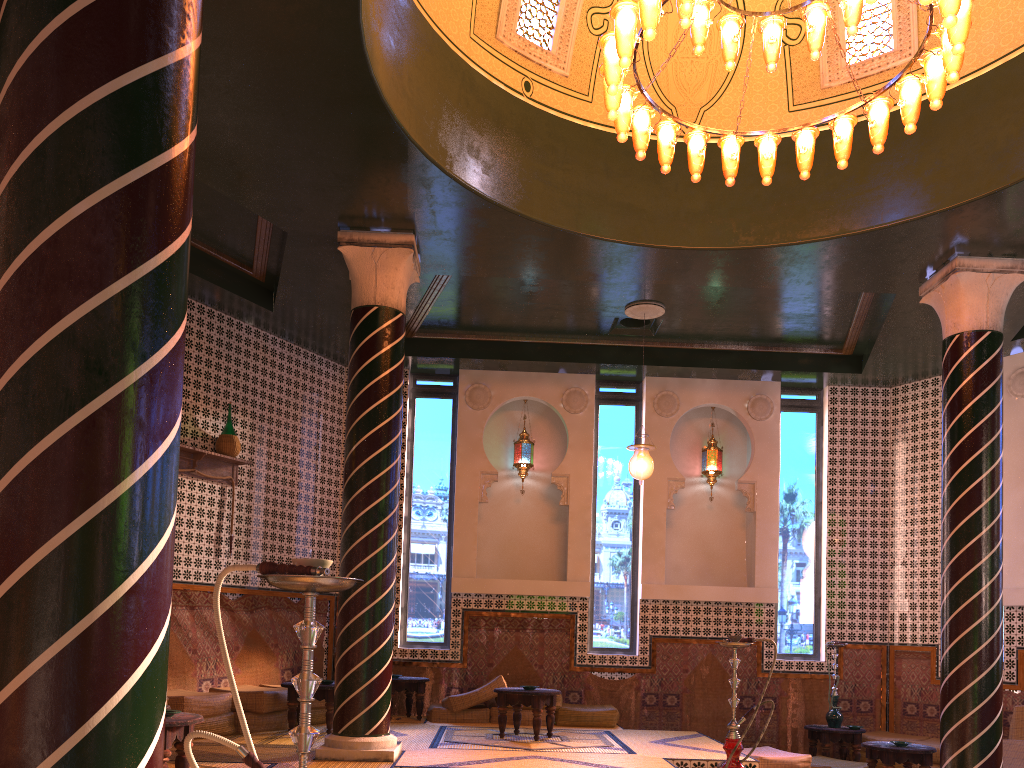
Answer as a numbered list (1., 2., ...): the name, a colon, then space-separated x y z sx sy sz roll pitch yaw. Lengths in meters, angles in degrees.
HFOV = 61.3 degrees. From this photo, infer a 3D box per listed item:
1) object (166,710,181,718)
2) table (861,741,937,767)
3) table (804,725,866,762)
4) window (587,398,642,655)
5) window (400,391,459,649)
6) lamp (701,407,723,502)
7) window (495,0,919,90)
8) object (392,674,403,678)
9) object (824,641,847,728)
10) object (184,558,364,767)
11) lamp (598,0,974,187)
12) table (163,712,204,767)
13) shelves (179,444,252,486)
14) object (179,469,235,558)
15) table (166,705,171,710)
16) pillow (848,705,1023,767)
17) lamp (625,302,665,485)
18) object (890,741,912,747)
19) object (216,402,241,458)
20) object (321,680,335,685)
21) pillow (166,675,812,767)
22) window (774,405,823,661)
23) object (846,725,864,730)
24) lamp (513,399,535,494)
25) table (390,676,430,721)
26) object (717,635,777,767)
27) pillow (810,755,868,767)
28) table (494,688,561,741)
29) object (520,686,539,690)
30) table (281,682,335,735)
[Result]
1. object: -2.557 2.420 6.326 0.250 0.044 0.260 -2 -16 13
2. table: 4.709 4.708 10.526 0.852 0.578 0.854 11 -15 -36
3. table: 4.653 5.261 12.464 0.837 0.578 0.869 0 -12 8
4. window: 1.586 2.201 13.416 0.774 3.942 0.092 2 -3 -1
5. window: -1.270 2.091 13.352 0.774 3.942 0.092 2 -3 -1
6. lamp: 3.148 1.086 13.571 0.361 1.542 0.329 -1 -4 32
7. window: 1.999 -4.250 6.273 5.793 1.140 5.658 -9 -19 33
8. object: -1.684 4.172 12.315 0.250 0.044 0.260 -2 -16 13
9. object: 4.646 4.342 12.483 0.301 1.236 0.470 -1 -5 35
10. object: -0.683 1.129 2.490 0.463 1.236 0.303 1 -4 7
11. lamp: 1.906 -4.234 6.138 2.468 4.538 2.530 1 -6 7
12. table: -2.707 2.726 6.303 0.846 0.578 0.860 -7 -15 37
13. shelves: -4.567 0.561 9.307 0.256 0.334 4.625 -2 -16 28
14. object: -4.085 1.469 10.345 0.060 1.024 2.043 0 -13 28
15. table: -3.224 2.906 6.985 0.846 0.578 0.860 -7 -15 37
16. pillow: 6.608 4.487 10.424 1.422 1.169 5.887 8 -17 -30
17. lamp: 1.691 0.166 11.165 0.520 2.285 0.526 3 -4 -12
18. object: 4.725 4.374 10.485 0.250 0.044 0.260 -2 -16 13
19. object: -3.613 0.589 11.023 0.303 0.711 0.304 -3 -7 40
20. object: -2.265 3.646 10.551 0.250 0.044 0.260 -2 -16 13
21. pillow: -1.291 3.540 8.113 10.031 1.242 10.297 2 -16 -1
22. window: 4.442 2.310 13.480 0.774 3.942 0.092 2 -3 -1
23. object: 4.893 4.909 12.324 0.250 0.044 0.260 -2 -16 13
24. lamp: 0.188 0.966 13.484 0.325 1.542 0.366 0 -4 32
25. table: -1.616 4.532 12.439 0.839 0.578 0.868 -2 -13 17
26. object: 1.791 2.567 6.648 0.462 1.235 0.306 1 -4 15
27. pillow: 4.208 5.206 11.612 0.987 0.272 0.971 11 -17 -29
28. table: 0.182 4.078 10.669 0.838 0.578 0.868 0 -12 11
29. object: 0.217 3.763 10.683 0.250 0.044 0.260 -2 -16 13
30. table: -2.408 3.966 10.559 0.837 0.578 0.869 1 -12 4
